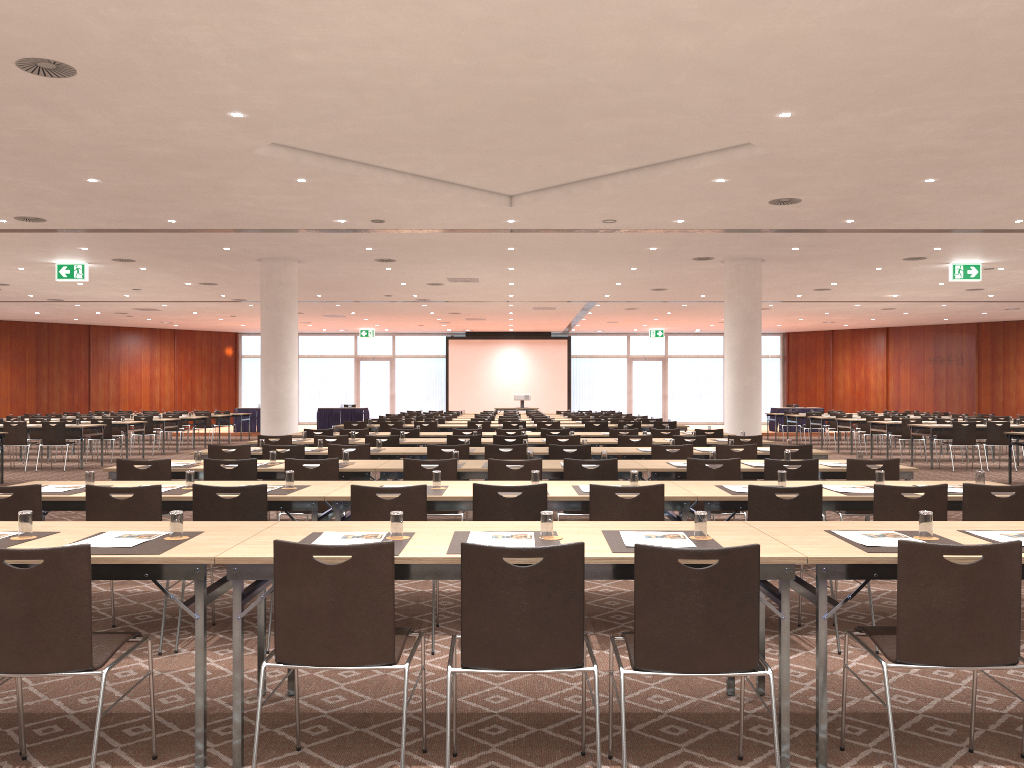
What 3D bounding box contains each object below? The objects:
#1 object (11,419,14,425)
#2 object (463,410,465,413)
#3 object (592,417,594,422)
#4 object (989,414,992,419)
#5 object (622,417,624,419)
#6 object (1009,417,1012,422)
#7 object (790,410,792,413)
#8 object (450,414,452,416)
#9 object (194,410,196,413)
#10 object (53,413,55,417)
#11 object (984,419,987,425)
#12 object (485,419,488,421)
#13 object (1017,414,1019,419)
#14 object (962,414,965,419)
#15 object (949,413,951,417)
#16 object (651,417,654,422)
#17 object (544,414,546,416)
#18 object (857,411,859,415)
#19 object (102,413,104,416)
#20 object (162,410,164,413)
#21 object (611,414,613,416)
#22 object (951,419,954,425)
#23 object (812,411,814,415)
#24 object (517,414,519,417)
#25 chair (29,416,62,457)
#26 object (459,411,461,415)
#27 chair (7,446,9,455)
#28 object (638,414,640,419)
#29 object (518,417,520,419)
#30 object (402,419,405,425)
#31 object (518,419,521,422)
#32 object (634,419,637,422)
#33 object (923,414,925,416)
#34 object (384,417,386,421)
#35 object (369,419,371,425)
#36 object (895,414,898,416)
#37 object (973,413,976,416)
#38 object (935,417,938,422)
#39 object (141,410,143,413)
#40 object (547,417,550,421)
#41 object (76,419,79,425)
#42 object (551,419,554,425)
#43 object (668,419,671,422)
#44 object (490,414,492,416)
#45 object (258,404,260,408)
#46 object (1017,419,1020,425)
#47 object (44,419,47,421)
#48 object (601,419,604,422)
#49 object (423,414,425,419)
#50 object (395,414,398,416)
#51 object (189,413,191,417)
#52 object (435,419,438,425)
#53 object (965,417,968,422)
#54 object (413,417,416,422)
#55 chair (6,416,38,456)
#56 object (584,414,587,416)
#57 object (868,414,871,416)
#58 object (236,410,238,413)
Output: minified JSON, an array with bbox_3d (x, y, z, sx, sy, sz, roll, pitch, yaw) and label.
[{"bbox_3d":[-9.769,0.747,17.329,0.054,0.114,0.054,0,0,-34],"label":"object"},{"bbox_3d":[-1.477,0.851,27.332,0.054,0.114,0.054,0,0,34],"label":"object"},{"bbox_3d":[1.766,0.768,19.322,0.054,0.114,0.054,0,0,34],"label":"object"},{"bbox_3d":[11.513,0.789,21.332,0.054,0.114,0.054,0,0,-34],"label":"object"},{"bbox_3d":[2.423,0.768,19.334,0.054,0.114,0.054,0,0,34],"label":"object"},{"bbox_3d":[10.881,0.768,19.348,0.054,0.114,0.054,0,0,34],"label":"object"},{"bbox_3d":[8.592,0.851,27.342,0.054,0.114,0.054,0,0,-11],"label":"object"},{"bbox_3d":[-1.472,0.789,21.327,0.054,0.114,0.054,0,0,34],"label":"object"},{"bbox_3d":[-9.773,0.851,27.317,0.054,0.114,0.054,0,0,-11],"label":"object"},{"bbox_3d":[-12.043,0.809,23.315,0.054,0.114,0.054,0,0,-34],"label":"object"},{"bbox_3d":[9.253,0.747,17.335,0.054,0.114,0.054,0,0,-34],"label":"object"},{"bbox_3d":[-0.501,0.747,17.319,0.054,0.114,0.054,0,0,-34],"label":"object"},{"bbox_3d":[12.180,0.789,21.338,0.054,0.114,0.054,0,0,-34],"label":"object"},{"bbox_3d":[10.865,0.789,21.337,0.054,0.114,0.054,0,0,-34],"label":"object"},{"bbox_3d":[11.516,0.810,23.331,0.054,0.114,0.054,0,0,-34],"label":"object"},{"bbox_3d":[3.058,0.768,19.330,0.054,0.114,0.054,0,0,-34],"label":"object"},{"bbox_3d":[0.785,0.789,21.331,0.054,0.114,0.054,0,0,34],"label":"object"},{"bbox_3d":[9.894,0.830,25.343,0.054,0.114,0.054,0,0,-11],"label":"object"},{"bbox_3d":[-10.748,0.809,23.316,0.054,0.114,0.054,0,0,-34],"label":"object"},{"bbox_3d":[-10.746,0.851,27.319,0.054,0.114,0.054,0,0,-34],"label":"object"},{"bbox_3d":[2.406,0.789,21.337,0.054,0.114,0.054,0,0,34],"label":"object"},{"bbox_3d":[8.605,0.747,17.337,0.054,0.114,0.054,0,0,-34],"label":"object"},{"bbox_3d":[8.596,0.830,25.340,0.054,0.114,0.054,0,0,-11],"label":"object"},{"bbox_3d":[0.137,0.789,21.321,0.054,0.114,0.054,0,0,34],"label":"object"},{"bbox_3d":[-10.902,1.206,20.682,0.535,0.939,0.614,0,0,-3],"label":"chair"},{"bbox_3d":[-1.484,0.830,25.331,0.054,0.114,0.054,0,0,34],"label":"object"},{"bbox_3d":[-12.257,1.207,20.822,0.535,0.939,0.614,0,0,2],"label":"chair"},{"bbox_3d":[3.057,0.789,21.326,0.054,0.114,0.054,0,0,-34],"label":"object"},{"bbox_3d":[0.152,0.768,19.324,0.054,0.114,0.054,0,0,-34],"label":"object"},{"bbox_3d":[-2.123,0.747,17.335,0.054,0.114,0.054,0,0,34],"label":"object"},{"bbox_3d":[0.154,0.747,17.330,0.054,0.114,0.054,0,0,-34],"label":"object"},{"bbox_3d":[2.411,0.747,17.329,0.054,0.114,0.054,0,0,34],"label":"object"},{"bbox_3d":[9.909,0.789,21.337,0.054,0.114,0.054,0,0,-11],"label":"object"},{"bbox_3d":[-2.773,0.768,19.333,0.054,0.114,0.054,0,0,-34],"label":"object"},{"bbox_3d":[-2.777,0.747,17.336,0.054,0.114,0.054,0,0,-34],"label":"object"},{"bbox_3d":[9.257,0.789,21.341,0.054,0.114,0.054,0,0,-11],"label":"object"},{"bbox_3d":[12.173,0.810,23.340,0.054,0.114,0.054,0,0,-34],"label":"object"},{"bbox_3d":[9.255,0.768,19.343,0.054,0.114,0.054,0,0,-34],"label":"object"},{"bbox_3d":[-11.407,0.851,27.311,0.054,0.114,0.054,0,0,-34],"label":"object"},{"bbox_3d":[0.796,0.768,19.328,0.054,0.114,0.054,0,0,-34],"label":"object"},{"bbox_3d":[-8.480,0.747,17.316,0.054,0.114,0.054,0,0,-34],"label":"object"},{"bbox_3d":[0.795,0.747,17.327,0.054,0.114,0.054,0,0,-34],"label":"object"},{"bbox_3d":[3.074,0.747,17.325,0.054,0.114,0.054,0,0,-34],"label":"object"},{"bbox_3d":[-0.506,0.789,21.323,0.054,0.114,0.054,0,0,34],"label":"object"},{"bbox_3d":[-8.741,0.758,30.674,0.054,0.114,0.054,0,0,11],"label":"object"},{"bbox_3d":[9.903,0.747,17.347,0.054,0.114,0.054,0,0,-34],"label":"object"},{"bbox_3d":[-9.117,0.747,17.327,0.054,0.114,0.054,0,0,-34],"label":"object"},{"bbox_3d":[1.774,0.747,17.333,0.054,0.114,0.054,0,0,34],"label":"object"},{"bbox_3d":[-2.121,0.789,21.336,0.054,0.114,0.054,0,0,34],"label":"object"},{"bbox_3d":[-2.776,0.789,21.322,0.054,0.114,0.054,0,0,-34],"label":"object"},{"bbox_3d":[-8.472,0.809,23.321,0.054,0.114,0.054,0,0,-11],"label":"object"},{"bbox_3d":[-1.470,0.747,17.321,0.054,0.114,0.054,0,0,34],"label":"object"},{"bbox_3d":[9.906,0.768,19.341,0.054,0.114,0.054,0,0,-34],"label":"object"},{"bbox_3d":[-2.119,0.768,19.322,0.054,0.114,0.054,0,0,-34],"label":"object"},{"bbox_3d":[-11.531,1.206,20.763,0.535,0.939,0.614,0,0,2],"label":"chair"},{"bbox_3d":[1.771,0.789,21.335,0.054,0.114,0.054,0,0,34],"label":"object"},{"bbox_3d":[8.603,0.789,21.331,0.054,0.114,0.054,0,0,-11],"label":"object"},{"bbox_3d":[-8.482,0.851,27.322,0.054,0.114,0.054,0,0,-11],"label":"object"}]
